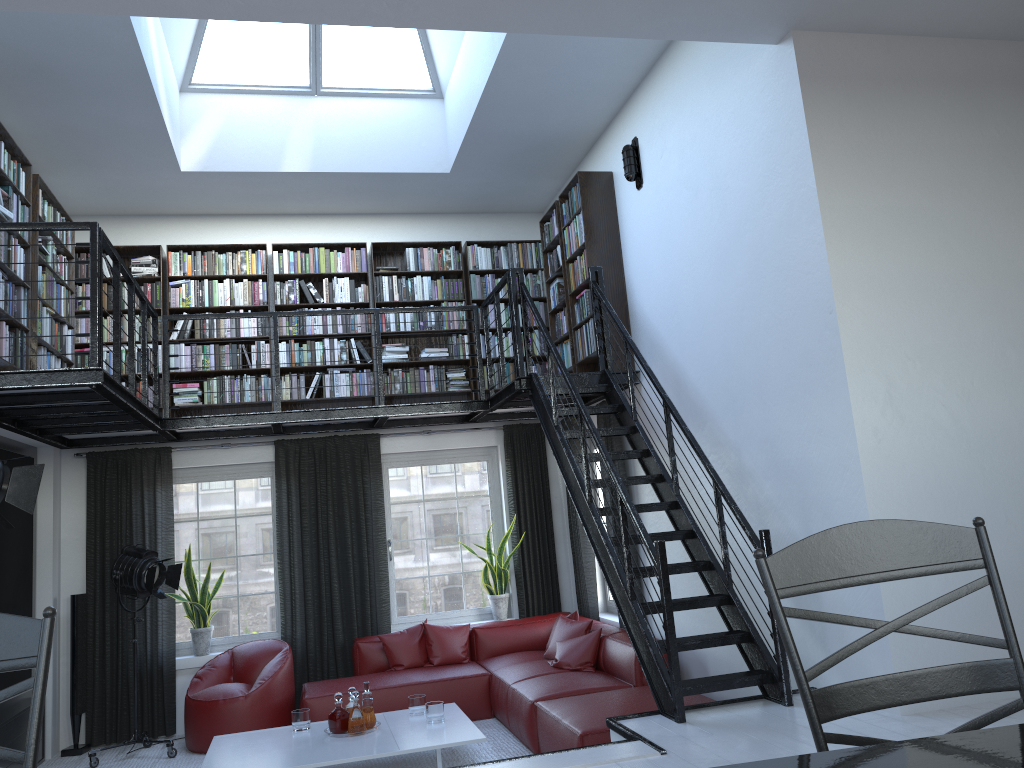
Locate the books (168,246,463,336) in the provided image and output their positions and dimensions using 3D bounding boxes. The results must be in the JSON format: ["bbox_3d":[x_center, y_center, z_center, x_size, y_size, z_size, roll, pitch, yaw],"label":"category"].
[{"bbox_3d":[-1.758,-0.837,8.187,2.638,0.833,0.212,-3,-11,-14],"label":"books"}]

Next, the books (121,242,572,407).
[{"bbox_3d":[-1.632,-0.639,7.659,4.437,1.438,1.276,-3,-10,-12],"label":"books"}]

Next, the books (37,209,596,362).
[{"bbox_3d":[-1.417,-0.754,6.953,4.385,1.414,1.162,-3,-10,-14],"label":"books"}]

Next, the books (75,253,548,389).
[{"bbox_3d":[-1.725,-0.546,8.121,4.443,1.406,0.240,-3,-11,-14],"label":"books"}]

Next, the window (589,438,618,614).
[{"bbox_3d":[0.921,1.181,7.610,0.133,1.616,1.159,-2,-10,-14],"label":"window"}]

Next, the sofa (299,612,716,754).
[{"bbox_3d":[-0.216,2.208,6.315,2.543,0.660,3.257,-3,-9,-14],"label":"sofa"}]

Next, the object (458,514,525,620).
[{"bbox_3d":[-0.162,1.677,8.054,0.553,0.946,0.522,0,-11,-25],"label":"object"}]

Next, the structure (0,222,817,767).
[{"bbox_3d":[-1.089,0.813,5.776,4.490,3.376,4.583,-3,-9,-14],"label":"structure"}]

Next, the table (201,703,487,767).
[{"bbox_3d":[-1.081,2.383,5.660,1.666,0.245,1.157,-3,-9,-14],"label":"table"}]

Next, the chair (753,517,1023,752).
[{"bbox_3d":[0.692,0.669,1.188,0.496,0.971,0.500,-4,-10,-6],"label":"chair"}]

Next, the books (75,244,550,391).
[{"bbox_3d":[-1.726,-0.557,8.127,4.438,1.421,0.225,-3,-11,-14],"label":"books"}]

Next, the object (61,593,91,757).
[{"bbox_3d":[-3.493,2.315,7.102,0.157,1.229,0.156,-5,-10,1],"label":"object"}]

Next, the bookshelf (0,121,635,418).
[{"bbox_3d":[-1.404,-0.705,6.810,4.477,1.627,3.067,-3,-9,-14],"label":"bookshelf"}]

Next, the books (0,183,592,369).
[{"bbox_3d":[-1.311,-0.839,6.435,4.379,1.418,2.190,-3,-9,-15],"label":"books"}]

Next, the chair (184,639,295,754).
[{"bbox_3d":[-2.142,2.442,6.993,0.827,0.716,0.828,-12,-12,37],"label":"chair"}]

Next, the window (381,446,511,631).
[{"bbox_3d":[-0.642,1.421,8.284,1.167,1.616,0.132,-3,-11,-14],"label":"window"}]

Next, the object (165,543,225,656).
[{"bbox_3d":[-2.754,1.819,7.439,0.553,0.946,0.522,-5,-10,-3],"label":"object"}]

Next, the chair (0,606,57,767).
[{"bbox_3d":[-0.778,0.773,0.993,0.496,0.971,0.500,-4,-10,-9],"label":"chair"}]

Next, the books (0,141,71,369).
[{"bbox_3d":[-3.337,-0.746,5.912,0.315,1.432,2.191,-3,-9,-13],"label":"books"}]

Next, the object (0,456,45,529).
[{"bbox_3d":[-2.150,0.938,3.443,0.609,1.589,0.542,-11,-12,29],"label":"object"}]

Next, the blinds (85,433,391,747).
[{"bbox_3d":[-2.318,1.678,7.614,2.509,2.402,0.124,-3,-11,-14],"label":"blinds"}]

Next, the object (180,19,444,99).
[{"bbox_3d":[-1.587,-2.885,7.156,2.222,0.638,1.177,-3,-9,-14],"label":"object"}]

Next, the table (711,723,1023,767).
[{"bbox_3d":[1.022,0.693,0.693,1.997,0.702,0.885,-4,-9,-9],"label":"table"}]

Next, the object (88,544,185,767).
[{"bbox_3d":[-1.931,2.033,7.378,2.905,1.589,0.748,0,-11,-30],"label":"object"}]

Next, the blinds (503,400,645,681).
[{"bbox_3d":[0.664,1.412,7.645,0.527,2.396,1.738,1,-12,-31],"label":"blinds"}]

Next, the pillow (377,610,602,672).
[{"bbox_3d":[-0.038,2.103,7.341,1.951,0.404,0.979,-10,-10,28],"label":"pillow"}]

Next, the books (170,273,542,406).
[{"bbox_3d":[-1.354,-0.425,8.201,3.393,1.130,0.238,-3,-11,-14],"label":"books"}]

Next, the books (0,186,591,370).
[{"bbox_3d":[-1.378,-0.659,6.697,4.337,1.147,1.587,-3,-9,-15],"label":"books"}]

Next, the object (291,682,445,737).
[{"bbox_3d":[-0.974,2.143,5.935,1.009,0.296,0.509,-4,-9,-11],"label":"object"}]

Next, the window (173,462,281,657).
[{"bbox_3d":[-2.588,1.524,7.804,1.167,1.616,0.132,-3,-11,-14],"label":"window"}]

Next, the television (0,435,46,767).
[{"bbox_3d":[-3.390,1.446,5.457,0.117,2.443,3.329,-2,-9,-14],"label":"television"}]
